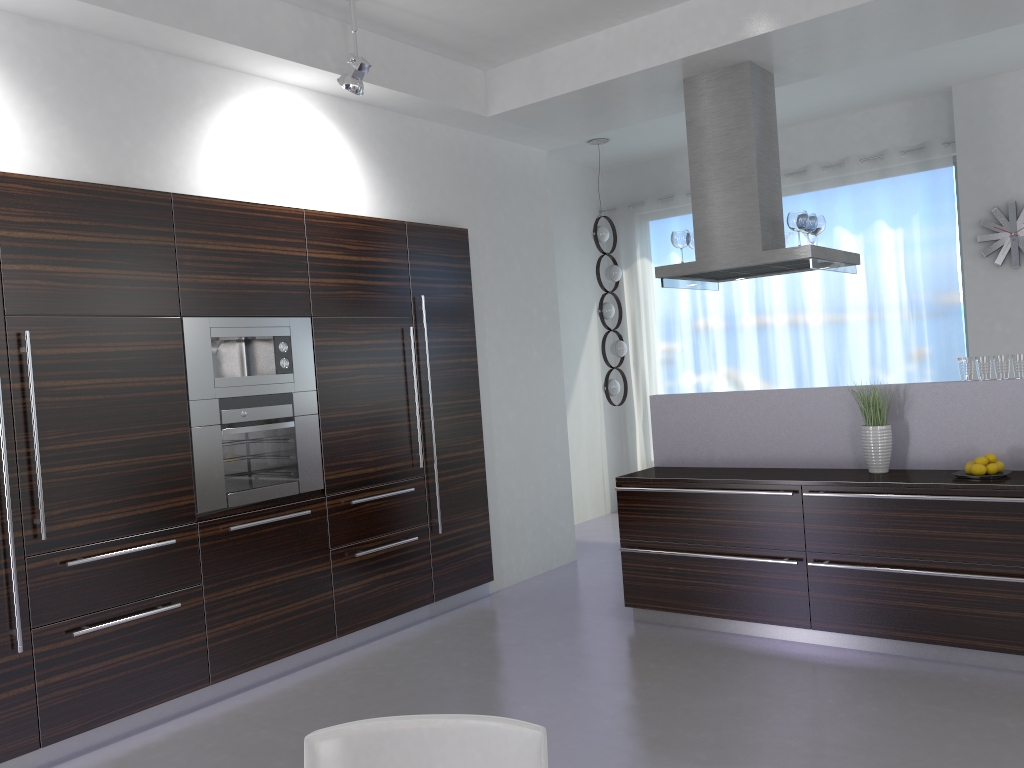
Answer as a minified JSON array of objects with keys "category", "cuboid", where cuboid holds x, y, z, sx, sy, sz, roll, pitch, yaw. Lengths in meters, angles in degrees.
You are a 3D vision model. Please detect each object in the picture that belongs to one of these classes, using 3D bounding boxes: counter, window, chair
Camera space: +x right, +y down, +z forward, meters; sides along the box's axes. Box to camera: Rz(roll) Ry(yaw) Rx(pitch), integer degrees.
[{"category":"counter","cuboid":[2.311,0.632,4.689,3.291,1.300,1.302,-3,1,38]},{"category":"window","cuboid":[2.596,-0.550,8.175,3.000,2.500,0.100,-3,1,38]},{"category":"chair","cuboid":[-0.181,1.114,1.622,0.508,0.805,0.620,-4,1,8]}]

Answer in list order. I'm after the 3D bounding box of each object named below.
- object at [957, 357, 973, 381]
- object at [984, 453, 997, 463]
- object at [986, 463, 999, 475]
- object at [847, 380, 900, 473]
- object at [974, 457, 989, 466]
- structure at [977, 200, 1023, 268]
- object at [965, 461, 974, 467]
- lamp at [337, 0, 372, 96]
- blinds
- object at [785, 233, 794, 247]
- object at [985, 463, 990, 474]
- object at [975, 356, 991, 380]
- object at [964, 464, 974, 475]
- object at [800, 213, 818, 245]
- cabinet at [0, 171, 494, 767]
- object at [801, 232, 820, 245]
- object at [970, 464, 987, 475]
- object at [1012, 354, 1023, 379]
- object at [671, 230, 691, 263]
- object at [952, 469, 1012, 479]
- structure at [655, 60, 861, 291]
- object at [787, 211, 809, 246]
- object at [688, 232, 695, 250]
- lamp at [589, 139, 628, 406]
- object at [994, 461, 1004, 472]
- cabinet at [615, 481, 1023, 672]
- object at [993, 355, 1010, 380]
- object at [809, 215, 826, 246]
[{"category":"object","cuboid":[2.297,-0.075,4.487,0.072,0.119,0.071,-4,1,-2]},{"category":"object","cuboid":[2.287,0.355,4.239,0.053,0.048,0.063,-4,1,4]},{"category":"object","cuboid":[2.270,0.402,4.198,0.061,0.054,0.052,-4,1,15]},{"category":"object","cuboid":[1.867,0.210,4.589,0.269,0.502,0.247,-3,1,38]},{"category":"object","cuboid":[2.236,0.370,4.227,0.061,0.047,0.053,-3,1,41]},{"category":"structure","cuboid":[3.824,-1.140,6.752,0.505,0.505,0.076,-3,1,38]},{"category":"object","cuboid":[2.233,0.403,4.302,0.052,0.054,0.061,-4,1,-5]},{"category":"lamp","cuboid":[-0.753,-1.739,4.357,0.171,0.511,0.605,-5,1,-20]},{"category":"blinds","cuboid":[2.345,-0.343,8.102,3.245,3.112,0.120,-3,1,38]},{"category":"object","cuboid":[1.770,-0.887,5.777,0.137,0.174,0.137,-4,1,3]},{"category":"object","cuboid":[2.270,0.402,4.256,0.057,0.060,0.071,-3,1,39]},{"category":"object","cuboid":[2.361,-0.079,4.438,0.071,0.119,0.072,-4,1,-12]},{"category":"object","cuboid":[2.206,0.409,4.253,0.063,0.051,0.053,-3,1,42]},{"category":"object","cuboid":[1.771,-0.903,5.309,0.125,0.221,0.125,-5,1,-27]},{"category":"cabinet","cuboid":[-1.531,0.312,4.783,0.669,2.500,3.600,-3,1,38]},{"category":"object","cuboid":[1.919,-0.896,5.661,0.137,0.174,0.137,-4,1,3]},{"category":"object","cuboid":[2.206,0.406,4.194,0.070,0.058,0.060,-4,1,37]},{"category":"object","cuboid":[2.488,-0.087,4.339,0.071,0.119,0.072,-4,1,-12]},{"category":"object","cuboid":[1.070,-0.856,5.602,0.125,0.221,0.125,-5,1,-27]},{"category":"object","cuboid":[2.242,0.430,4.234,0.232,0.020,0.232,-5,1,-44]},{"category":"structure","cuboid":[1.522,-1.266,5.597,0.981,1.231,0.915,-3,1,38]},{"category":"object","cuboid":[1.675,-0.894,5.184,0.125,0.221,0.125,-5,1,-27]},{"category":"object","cuboid":[1.196,-0.868,5.727,0.125,0.221,0.125,-5,1,-27]},{"category":"lamp","cuboid":[0.858,-0.984,7.925,0.180,2.370,0.367,-4,1,31]},{"category":"object","cuboid":[2.317,0.394,4.232,0.063,0.053,0.051,-4,1,-12]},{"category":"cabinet","cuboid":[2.320,0.856,4.686,3.285,0.852,1.377,-3,1,38]},{"category":"object","cuboid":[2.424,-0.083,4.388,0.071,0.119,0.072,-4,1,-12]},{"category":"object","cuboid":[1.861,-0.912,5.425,0.125,0.221,0.125,-5,1,-27]}]
